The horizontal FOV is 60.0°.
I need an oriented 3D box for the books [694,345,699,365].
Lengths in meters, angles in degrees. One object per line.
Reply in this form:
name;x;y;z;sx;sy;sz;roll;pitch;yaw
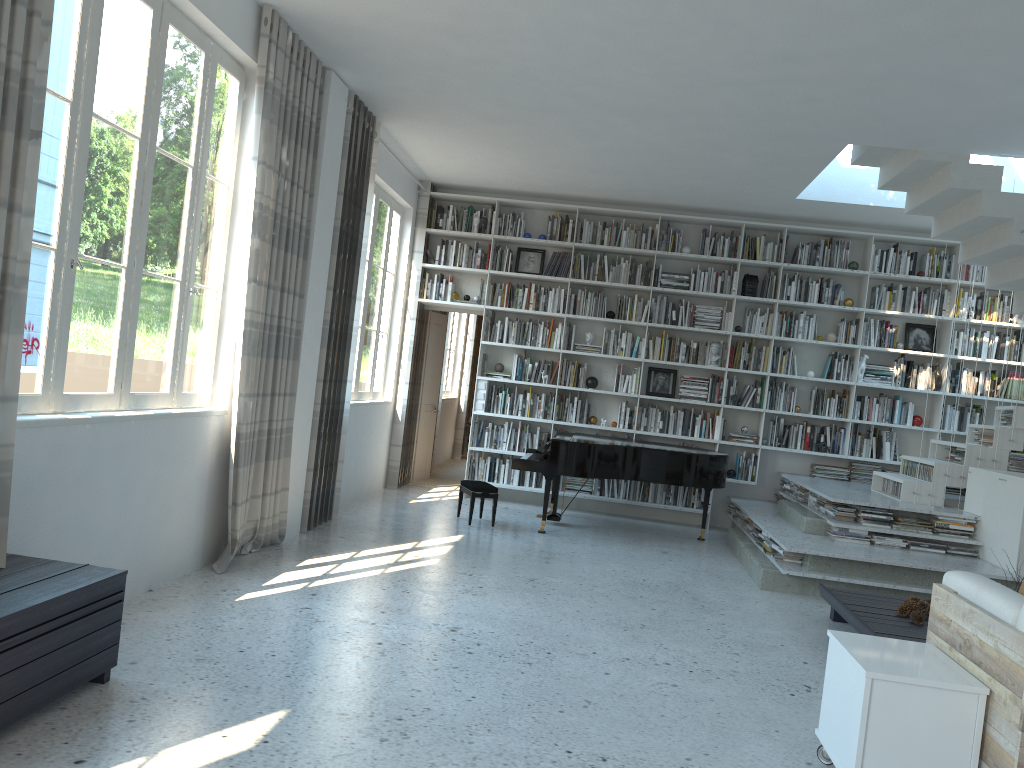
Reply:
books;1.895;-0.292;9.136;0.029;0.200;0.178;7;1;6

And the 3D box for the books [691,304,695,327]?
books;1.852;-0.691;9.131;0.013;0.247;0.176;7;1;6

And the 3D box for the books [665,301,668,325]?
books;1.594;-0.724;9.179;0.011;0.252;0.153;7;1;6

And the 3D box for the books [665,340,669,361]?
books;1.602;-0.340;9.191;0.024;0.228;0.147;7;1;6

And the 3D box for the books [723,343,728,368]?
books;2.190;-0.291;9.131;0.023;0.265;0.107;7;1;6

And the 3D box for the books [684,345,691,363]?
books;1.806;-0.302;9.168;0.050;0.199;0.145;7;1;6

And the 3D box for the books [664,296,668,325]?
books;1.586;-0.749;9.177;0.011;0.300;0.179;7;1;6

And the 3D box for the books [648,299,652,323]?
books;1.428;-0.744;9.204;0.012;0.254;0.161;7;1;6

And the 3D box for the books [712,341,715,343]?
books;2.062;-0.305;9.141;0.014;0.263;0.135;7;1;6

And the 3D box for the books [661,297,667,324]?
books;1.567;-0.749;9.187;0.029;0.295;0.151;7;1;6

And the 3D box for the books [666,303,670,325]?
books;1.605;-0.713;9.178;0.014;0.233;0.147;7;1;6

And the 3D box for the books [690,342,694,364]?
books;1.850;-0.314;9.149;0.010;0.234;0.175;7;1;6

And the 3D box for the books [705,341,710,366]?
books;2.008;-0.309;9.140;0.024;0.259;0.126;7;1;6

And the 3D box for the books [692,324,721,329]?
books;2.001;-0.593;9.140;0.285;0.012;0.159;7;0;7

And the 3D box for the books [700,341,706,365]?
books;1.962;-0.314;9.135;0.025;0.258;0.150;7;1;6

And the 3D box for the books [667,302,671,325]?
books;1.619;-0.720;9.172;0.014;0.250;0.172;7;1;6

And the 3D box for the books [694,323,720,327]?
books;2.002;-0.605;9.142;0.254;0.012;0.161;7;0;6

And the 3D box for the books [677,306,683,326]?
books;1.735;-0.690;9.161;0.024;0.216;0.148;7;1;6

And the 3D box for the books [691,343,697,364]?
books;1.867;-0.307;9.137;0.029;0.224;0.185;7;1;6

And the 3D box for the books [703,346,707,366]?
books;1.984;-0.285;9.150;0.022;0.206;0.114;7;1;6

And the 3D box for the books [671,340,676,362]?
books;1.666;-0.337;9.177;0.025;0.236;0.137;7;1;6

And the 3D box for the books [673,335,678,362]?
books;1.687;-0.358;9.168;0.013;0.284;0.176;7;1;6

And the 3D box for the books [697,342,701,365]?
books;1.917;-0.312;9.123;0.012;0.245;0.186;7;1;6

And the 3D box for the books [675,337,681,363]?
books;1.704;-0.348;9.151;0.028;0.268;0.190;7;1;6

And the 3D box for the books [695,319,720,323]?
books;2.006;-0.642;9.137;0.254;0.012;0.161;7;0;8

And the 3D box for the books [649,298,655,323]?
books;1.446;-0.749;9.191;0.026;0.267;0.170;7;1;6

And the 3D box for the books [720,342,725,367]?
books;2.156;-0.295;9.115;0.014;0.266;0.154;7;1;6

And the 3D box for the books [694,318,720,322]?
books;2.007;-0.654;9.137;0.254;0.012;0.161;7;0;4

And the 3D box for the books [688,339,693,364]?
books;1.840;-0.328;9.155;0.014;0.258;0.161;7;1;6

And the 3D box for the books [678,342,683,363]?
books;1.739;-0.318;9.162;0.024;0.216;0.175;7;1;6

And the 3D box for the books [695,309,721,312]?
books;2.018;-0.752;9.135;0.254;0.012;0.161;7;0;8

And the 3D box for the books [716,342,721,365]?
books;2.112;-0.297;9.126;0.025;0.260;0.130;7;1;6

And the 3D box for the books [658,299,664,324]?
books;1.536;-0.738;9.172;0.025;0.266;0.185;7;1;6

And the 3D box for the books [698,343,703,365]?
books;1.938;-0.302;9.157;0.025;0.230;0.143;7;1;6

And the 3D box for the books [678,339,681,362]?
books;1.725;-0.338;9.177;0.011;0.251;0.130;7;1;6

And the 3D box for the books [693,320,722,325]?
books;2.004;-0.630;9.135;0.285;0.012;0.159;7;0;3

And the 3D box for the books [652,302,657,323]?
books;1.472;-0.726;9.205;0.027;0.228;0.147;7;1;6

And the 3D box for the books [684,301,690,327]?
books;1.799;-0.709;9.143;0.021;0.269;0.191;7;1;6

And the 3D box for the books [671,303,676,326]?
books;1.669;-0.708;9.162;0.066;0.237;0.153;7;1;6

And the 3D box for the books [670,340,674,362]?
books;1.646;-0.335;9.172;0.012;0.228;0.169;7;1;6

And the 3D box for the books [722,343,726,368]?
books;2.171;-0.291;9.126;0.014;0.261;0.137;7;1;6

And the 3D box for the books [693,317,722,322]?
books;2.008;-0.666;9.139;0.285;0.012;0.159;7;0;7

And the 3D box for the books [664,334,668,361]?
books;1.586;-0.369;9.170;0.010;0.281;0.170;7;1;6

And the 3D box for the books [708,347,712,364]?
books;2.034;-0.277;9.136;0.035;0.201;0.149;7;1;6

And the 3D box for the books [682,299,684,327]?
books;1.767;-0.724;9.160;0.049;0.291;0.162;7;1;6

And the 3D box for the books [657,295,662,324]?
books;1.523;-0.763;9.200;0.014;0.313;0.133;7;1;6

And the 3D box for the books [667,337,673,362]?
books;1.630;-0.353;9.194;0.028;0.259;0.134;7;1;6

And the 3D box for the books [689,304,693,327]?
books;1.840;-0.692;9.145;0.015;0.245;0.183;7;1;6

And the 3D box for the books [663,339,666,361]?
books;1.576;-0.352;9.189;0.010;0.245;0.149;7;1;6

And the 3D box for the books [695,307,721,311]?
books;2.020;-0.764;9.139;0.254;0.012;0.161;7;0;6

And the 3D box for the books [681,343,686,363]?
books;1.766;-0.315;9.160;0.030;0.215;0.168;7;1;6

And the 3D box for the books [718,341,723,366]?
books;2.139;-0.304;9.134;0.025;0.279;0.108;7;1;6

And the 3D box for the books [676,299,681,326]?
books;1.717;-0.727;9.170;0.022;0.285;0.130;7;1;6

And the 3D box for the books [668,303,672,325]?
books;1.631;-0.713;9.172;0.011;0.239;0.147;7;1;6

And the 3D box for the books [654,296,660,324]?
books;1.500;-0.758;9.183;0.026;0.297;0.179;7;1;6

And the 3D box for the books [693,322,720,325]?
books;2.003;-0.618;9.140;0.254;0.012;0.161;7;0;5

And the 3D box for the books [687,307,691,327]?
books;1.820;-0.680;9.156;0.024;0.216;0.132;7;1;6

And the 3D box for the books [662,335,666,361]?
books;1.561;-0.364;9.158;0.015;0.266;0.189;7;1;6
